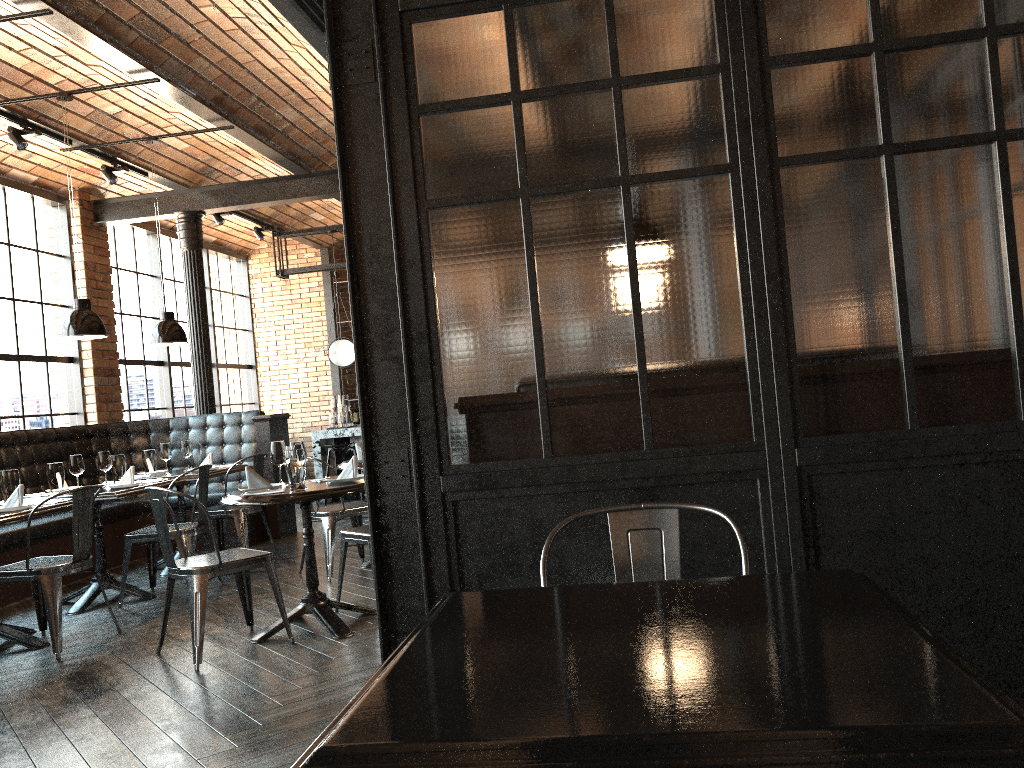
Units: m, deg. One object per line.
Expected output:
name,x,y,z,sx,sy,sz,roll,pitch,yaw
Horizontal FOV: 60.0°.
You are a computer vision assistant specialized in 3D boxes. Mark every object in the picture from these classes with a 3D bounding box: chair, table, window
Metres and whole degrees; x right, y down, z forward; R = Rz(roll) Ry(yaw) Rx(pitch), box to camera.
chair,0.294,0.718,1.888,0.504,0.857,0.558,-5,-1,13
table,-0.826,0.917,6.563,0.866,0.758,0.866,-5,-1,-29
window,-4.947,-0.232,5.023,0.168,3.253,16.179,-5,-1,8
chair,-2.281,0.990,5.928,0.558,0.857,0.504,-5,-1,3
chair,-2.025,1.075,10.673,0.475,0.737,0.414,-5,-1,-2
chair,-2.193,0.993,6.969,0.558,0.857,0.504,-5,-1,13
chair,-1.489,0.904,4.439,0.558,0.857,0.504,-5,-1,-42
table,-2.621,1.082,7.061,0.872,0.758,0.872,-5,-1,8
table,-1.080,0.921,4.745,0.866,0.758,0.866,-5,-1,-29
chair,-0.682,0.838,5.055,0.558,0.857,0.504,-5,-1,-42
table,0.245,0.768,1.369,0.872,0.758,0.872,-5,-1,8
table,-2.774,1.085,5.968,0.872,0.758,0.872,-5,-1,8
chair,-2.528,1.001,4.833,0.558,0.857,0.504,-5,-1,13
table,-2.924,1.088,4.889,0.872,0.758,0.872,-5,-1,8
chair,-1.221,0.899,6.255,0.558,0.857,0.504,-5,-1,-37

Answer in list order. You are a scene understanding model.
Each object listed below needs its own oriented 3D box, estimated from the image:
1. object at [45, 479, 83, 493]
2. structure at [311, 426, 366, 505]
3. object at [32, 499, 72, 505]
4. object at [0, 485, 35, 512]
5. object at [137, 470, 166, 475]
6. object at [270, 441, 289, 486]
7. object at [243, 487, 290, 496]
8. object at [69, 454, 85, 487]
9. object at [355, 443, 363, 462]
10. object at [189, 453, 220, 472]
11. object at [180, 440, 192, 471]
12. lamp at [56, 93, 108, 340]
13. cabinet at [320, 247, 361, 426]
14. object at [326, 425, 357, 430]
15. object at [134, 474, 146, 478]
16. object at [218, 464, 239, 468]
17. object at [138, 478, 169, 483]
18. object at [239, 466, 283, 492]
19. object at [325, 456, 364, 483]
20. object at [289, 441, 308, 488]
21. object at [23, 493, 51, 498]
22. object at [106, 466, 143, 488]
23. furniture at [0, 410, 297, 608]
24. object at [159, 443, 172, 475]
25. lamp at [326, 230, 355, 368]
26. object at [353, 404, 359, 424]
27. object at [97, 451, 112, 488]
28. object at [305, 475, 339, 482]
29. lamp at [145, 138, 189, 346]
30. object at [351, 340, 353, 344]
object,-3.044,0.665,6.024,0.232,0.139,0.232,-5,-1,2
structure,0.323,0.526,11.464,5.346,1.430,1.930,-5,-1,8
object,-2.705,0.681,5.129,0.255,0.019,0.157,-5,-1,8
object,-2.757,0.628,4.876,0.232,0.139,0.232,-5,-1,5
object,-2.890,0.663,7.126,0.232,0.139,0.232,-5,-1,2
object,-1.283,0.437,4.894,0.092,0.244,0.092,-5,-1,-29
object,-1.233,0.543,4.508,0.255,0.019,0.157,-5,-1,-12
object,-2.859,0.588,5.831,0.092,0.244,0.092,-5,-1,-43
object,-1.050,0.491,6.403,0.232,0.139,0.232,-5,-1,-38
object,-2.452,0.623,7.059,0.232,0.139,0.232,-5,-1,5
object,-2.637,0.582,7.187,0.092,0.244,0.092,-5,-1,-31
lamp,-2.960,-1.134,6.000,0.291,1.653,0.291,-5,-1,33
cabinet,-0.966,-0.462,12.791,7.075,3.779,0.564,-5,-1,8
object,-2.162,0.552,11.278,0.273,0.019,0.437,-5,-1,8
object,-2.915,0.718,6.905,0.255,0.019,0.157,-5,-1,8
object,-2.401,0.676,7.312,0.255,0.019,0.157,-5,-1,8
object,-2.555,0.679,6.210,0.255,0.019,0.157,-5,-1,8
object,-1.335,0.499,4.707,0.232,0.139,0.232,-5,-1,4
object,-0.902,0.461,4.813,0.232,0.139,0.232,-5,-1,-37
object,-1.103,0.418,4.589,0.092,0.244,0.092,-5,-1,5
object,-3.069,0.720,5.803,0.255,0.019,0.157,-5,-1,8
object,-2.606,0.625,5.957,0.232,0.139,0.232,-5,-1,5
furniture,-3.457,0.919,6.065,1.979,1.212,5.451,-5,-1,8
object,-2.706,0.586,6.933,0.092,0.244,0.092,-5,-1,-31
lamp,-2.197,-1.073,11.191,0.340,1.754,0.340,-5,-1,-36
object,-2.297,0.442,13.025,0.086,0.299,0.086,-5,-1,-33
object,-2.791,0.585,6.085,0.092,0.244,0.092,-5,-1,-31
object,-1.031,0.529,4.972,0.255,0.019,0.157,-5,-1,-32
lamp,-2.808,-1.137,7.092,0.291,1.653,0.291,-5,-1,-37
object,-2.343,-0.493,13.054,0.086,0.298,0.086,-5,-1,-33
